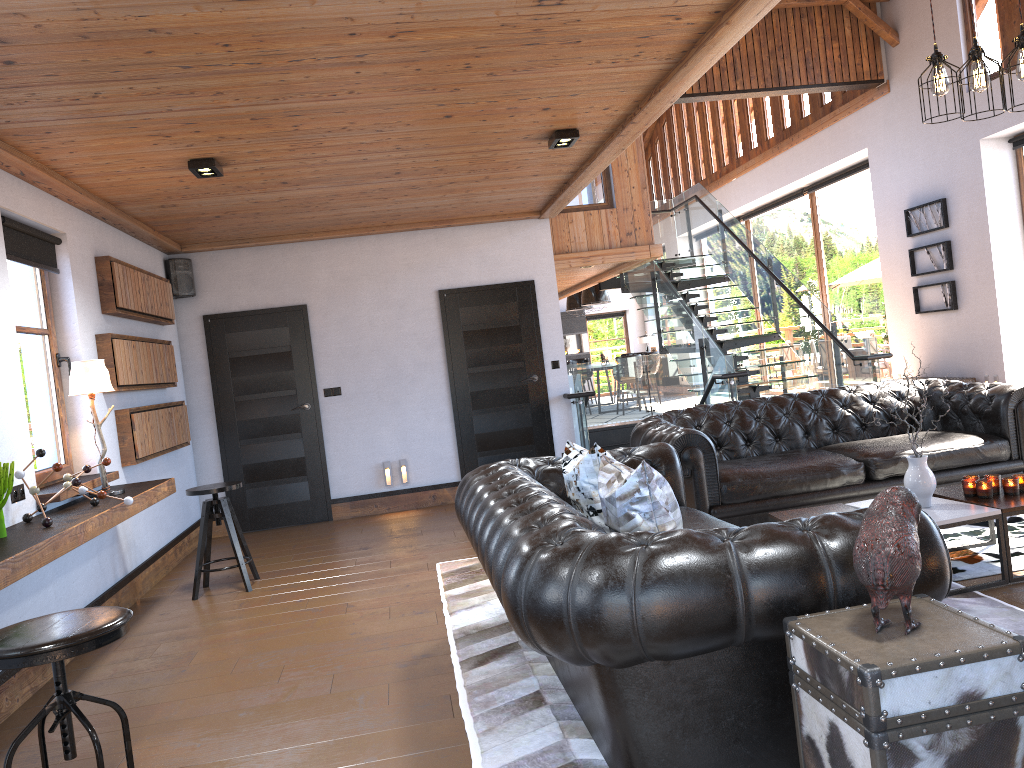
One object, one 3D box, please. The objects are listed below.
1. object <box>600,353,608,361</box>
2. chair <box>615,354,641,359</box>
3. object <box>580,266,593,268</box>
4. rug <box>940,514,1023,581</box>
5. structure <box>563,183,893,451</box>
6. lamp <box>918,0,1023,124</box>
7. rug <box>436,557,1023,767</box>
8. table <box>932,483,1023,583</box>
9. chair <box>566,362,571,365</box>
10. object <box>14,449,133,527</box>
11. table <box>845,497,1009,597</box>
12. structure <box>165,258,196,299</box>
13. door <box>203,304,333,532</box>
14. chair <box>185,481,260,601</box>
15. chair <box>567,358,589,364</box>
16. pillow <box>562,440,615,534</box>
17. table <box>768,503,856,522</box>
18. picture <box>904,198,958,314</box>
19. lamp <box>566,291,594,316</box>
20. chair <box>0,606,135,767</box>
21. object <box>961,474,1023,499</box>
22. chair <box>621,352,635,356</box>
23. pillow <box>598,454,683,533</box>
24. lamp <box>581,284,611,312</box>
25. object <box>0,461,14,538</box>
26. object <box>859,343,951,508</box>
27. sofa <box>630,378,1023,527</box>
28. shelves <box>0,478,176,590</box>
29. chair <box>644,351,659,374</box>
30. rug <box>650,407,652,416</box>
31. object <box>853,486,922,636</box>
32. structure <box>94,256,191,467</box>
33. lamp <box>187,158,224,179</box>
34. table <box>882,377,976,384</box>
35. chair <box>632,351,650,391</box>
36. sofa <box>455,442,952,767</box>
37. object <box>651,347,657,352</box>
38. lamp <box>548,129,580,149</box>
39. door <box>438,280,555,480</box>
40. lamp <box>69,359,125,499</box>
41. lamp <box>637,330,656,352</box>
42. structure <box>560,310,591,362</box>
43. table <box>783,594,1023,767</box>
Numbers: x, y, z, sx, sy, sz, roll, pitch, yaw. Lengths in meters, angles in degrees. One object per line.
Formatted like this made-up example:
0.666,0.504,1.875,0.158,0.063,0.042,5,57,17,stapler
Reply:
1.920,-0.519,18.282,0.114,0.253,0.224,-6,2,45,object
2.169,0.020,16.262,0.506,1.092,0.566,-7,1,-9,chair
0.942,-1.490,11.003,0.156,0.068,0.260,-7,2,-8,object
3.852,0.680,5.756,3.821,0.053,2.424,-7,2,-8,rug
4.436,0.009,13.249,9.245,6.397,10.988,-7,2,-8,structure
2.000,-2.256,3.800,0.263,2.201,0.797,-7,1,-17,lamp
0.918,1.081,4.183,2.440,0.053,4.031,-7,2,-7,rug
2.465,0.729,4.497,0.402,0.350,0.648,-7,2,-8,table
1.181,0.104,17.362,0.570,1.092,0.502,-7,1,-9,chair
-2.275,0.488,4.425,0.517,0.349,0.651,-6,2,19,object
2.037,0.783,4.404,0.402,0.350,0.646,-7,2,-13,table
-3.018,-0.960,8.065,0.214,0.349,0.213,-7,1,-8,structure
-2.272,0.328,8.296,0.945,2.055,0.143,-7,1,-9,door
-1.975,1.049,6.009,0.394,0.721,0.391,-7,1,-8,chair
1.584,-0.035,20.232,0.506,1.092,0.566,-7,1,-9,chair
0.370,0.452,3.756,0.284,0.469,0.527,-7,2,-5,pillow
1.584,0.838,4.369,0.401,0.350,0.649,-7,2,-3,table
5.069,-1.525,10.746,0.059,1.312,0.771,-7,1,-7,picture
1.211,-3.811,19.273,0.614,4.684,0.629,-6,1,37,lamp
-1.335,1.080,2.669,0.442,0.716,0.440,-7,1,-4,chair
2.441,0.515,4.475,0.299,0.081,0.249,-6,2,30,object
2.499,-0.119,19.420,0.570,1.092,0.502,-7,1,-9,chair
0.460,0.462,3.084,0.284,0.469,0.527,-7,2,-5,pillow
1.422,-3.786,17.700,0.614,4.684,0.629,-6,1,37,lamp
-2.285,0.516,3.914,0.180,0.332,0.201,-6,2,41,object
2.004,0.203,4.424,0.406,0.808,0.621,-7,1,3,object
2.098,0.487,5.984,2.576,0.838,1.235,-7,2,-9,sofa
-2.061,0.671,2.479,0.614,0.988,6.622,-7,2,-7,shelves
2.720,-0.080,17.657,0.568,1.092,0.504,-7,1,1,chair
1.928,0.547,17.910,2.561,0.047,5.612,-7,2,-8,rug
0.887,0.412,2.086,0.148,0.319,0.251,-6,2,33,object
-2.906,-0.155,6.770,0.322,1.445,1.846,-7,2,-7,structure
-1.814,-1.284,5.252,0.156,0.068,0.260,-7,2,-8,lamp
4.925,0.186,10.701,0.687,0.469,1.250,-7,2,-8,table
2.675,-0.110,18.476,0.574,1.092,0.499,-7,1,-24,chair
0.482,0.757,3.576,1.244,0.838,2.556,-7,2,-8,sofa
3.487,-0.767,21.763,0.151,0.287,0.498,-7,2,-8,object
0.323,-1.551,5.587,0.156,0.068,0.260,-7,2,-8,lamp
-0.125,0.060,8.633,0.945,2.055,0.143,-7,1,-9,door
-2.554,0.625,5.095,0.637,1.481,0.244,-7,1,-17,lamp
3.402,-0.993,22.277,0.470,0.725,0.470,-7,1,1,lamp
1.202,-0.985,22.584,1.450,1.649,0.431,-7,1,-9,structure
0.934,0.866,2.070,0.407,0.609,0.416,-7,1,-8,table
